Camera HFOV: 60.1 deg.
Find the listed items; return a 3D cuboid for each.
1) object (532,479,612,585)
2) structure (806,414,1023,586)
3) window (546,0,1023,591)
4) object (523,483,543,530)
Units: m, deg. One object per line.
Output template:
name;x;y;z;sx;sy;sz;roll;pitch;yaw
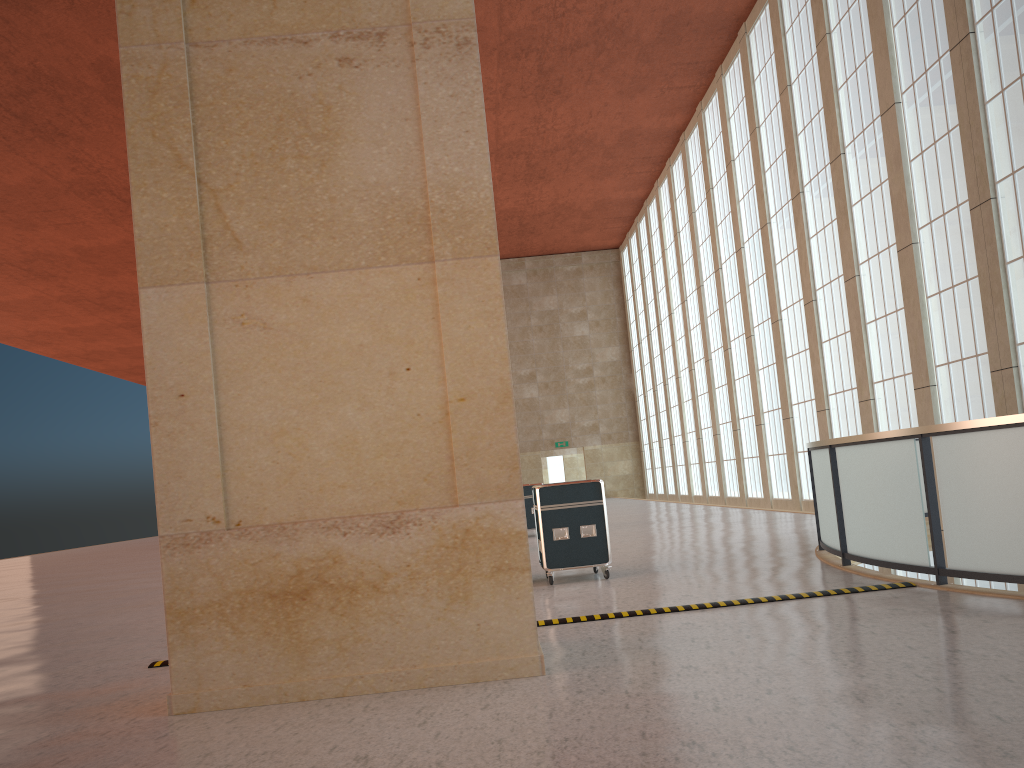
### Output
object;0.939;2.323;14.054;1.055;1.536;1.278;-6;-4;-2
structure;6.986;1.234;10.720;5.238;1.788;13.156;-4;-7;-12
window;8.677;6.261;76.335;0.010;28.529;165.713;-6;-6;-2
object;0.463;3.780;26.451;1.055;1.536;1.278;-6;-4;-2
